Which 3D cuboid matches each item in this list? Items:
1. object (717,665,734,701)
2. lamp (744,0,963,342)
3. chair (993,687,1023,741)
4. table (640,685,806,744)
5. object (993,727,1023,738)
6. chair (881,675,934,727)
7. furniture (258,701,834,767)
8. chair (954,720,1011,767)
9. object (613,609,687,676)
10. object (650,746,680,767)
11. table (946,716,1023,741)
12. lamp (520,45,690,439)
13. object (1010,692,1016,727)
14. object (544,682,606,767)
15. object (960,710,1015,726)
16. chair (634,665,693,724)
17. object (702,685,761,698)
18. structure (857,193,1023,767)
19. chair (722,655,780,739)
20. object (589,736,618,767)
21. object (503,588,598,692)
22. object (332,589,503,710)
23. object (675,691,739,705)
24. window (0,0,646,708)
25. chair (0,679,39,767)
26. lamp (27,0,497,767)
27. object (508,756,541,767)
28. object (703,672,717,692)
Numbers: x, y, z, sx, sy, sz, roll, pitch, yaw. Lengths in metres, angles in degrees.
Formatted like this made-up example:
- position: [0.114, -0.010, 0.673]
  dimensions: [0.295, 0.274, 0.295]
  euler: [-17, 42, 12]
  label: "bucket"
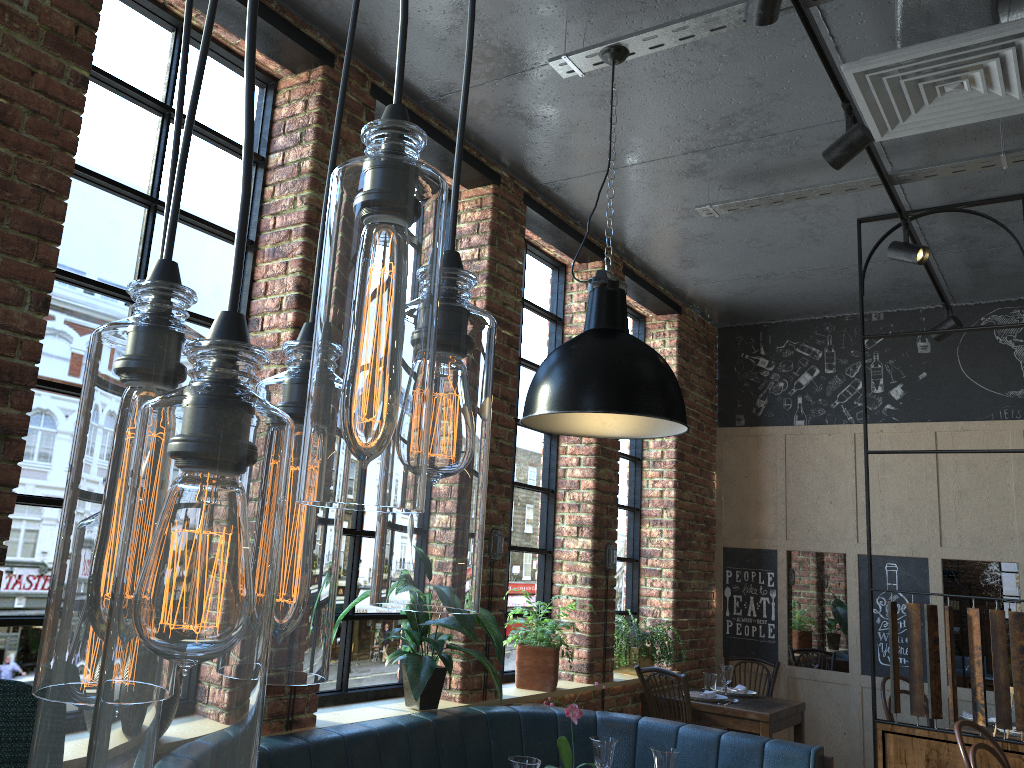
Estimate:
- position: [1.264, 1.767, 5.209]
  dimensions: [0.099, 0.192, 0.097]
  euler: [2, -12, 5]
  label: "object"
- position: [3.515, -1.217, 0.941]
  dimensions: [6.539, 0.275, 6.887]
  euler: [-3, -14, 34]
  label: "lamp"
- position: [2.626, 2.048, 4.449]
  dimensions: [0.553, 1.010, 0.434]
  euler: [-1, -13, 21]
  label: "chair"
- position: [1.252, 2.238, 5.209]
  dimensions: [0.783, 0.730, 0.715]
  euler: [-4, -14, 34]
  label: "table"
- position: [2.739, 1.840, 4.668]
  dimensions: [0.339, 0.052, 0.256]
  euler: [-5, -14, 37]
  label: "object"
- position: [2.462, 2.206, 5.102]
  dimensions: [0.423, 0.924, 0.566]
  euler: [9, -13, -24]
  label: "chair"
- position: [-0.046, 1.576, 2.684]
  dimensions: [1.425, 0.825, 2.489]
  euler: [-4, -14, 33]
  label: "furniture"
- position: [2.039, 1.822, 3.368]
  dimensions: [0.418, 0.924, 0.573]
  euler: [13, -15, -38]
  label: "chair"
- position: [0.786, 1.574, 5.357]
  dimensions: [0.520, 0.371, 0.578]
  euler: [-4, -14, 33]
  label: "object"
- position: [0.503, 1.309, 2.912]
  dimensions: [0.095, 0.192, 0.101]
  euler: [9, -14, -26]
  label: "object"
- position: [2.844, 2.266, 4.760]
  dimensions: [0.783, 0.730, 0.715]
  euler: [-4, -14, 34]
  label: "table"
- position: [0.326, -0.512, 2.943]
  dimensions: [0.505, 1.331, 0.552]
  euler: [13, -16, -37]
  label: "lamp"
- position: [2.834, 1.832, 4.948]
  dimensions: [0.099, 0.192, 0.097]
  euler: [2, -12, 5]
  label: "object"
- position: [0.157, 1.091, 2.562]
  dimensions: [0.208, 0.433, 0.142]
  euler: [12, -15, -36]
  label: "object"
- position: [2.720, 1.917, 5.052]
  dimensions: [0.281, 0.052, 0.310]
  euler: [-3, -14, 32]
  label: "object"
- position: [0.979, 2.051, 4.890]
  dimensions: [0.498, 0.919, 0.422]
  euler: [12, -15, -35]
  label: "chair"
- position: [1.361, 1.903, 5.485]
  dimensions: [0.339, 0.052, 0.256]
  euler: [-5, -14, 37]
  label: "object"
- position: [3.934, 0.177, 0.628]
  dimensions: [6.210, 3.339, 5.656]
  euler: [0, -12, 18]
  label: "structure"
- position: [1.507, 2.259, 5.718]
  dimensions: [0.421, 0.919, 0.499]
  euler: [-3, -14, 28]
  label: "chair"
- position: [0.311, 1.315, 3.012]
  dimensions: [0.095, 0.192, 0.101]
  euler: [9, -14, -26]
  label: "object"
- position: [0.133, 1.289, 4.470]
  dimensions: [0.441, 0.484, 0.436]
  euler: [12, -14, -33]
  label: "object"
- position: [-0.358, 0.920, 3.563]
  dimensions: [0.634, 0.754, 0.699]
  euler: [-4, -14, 32]
  label: "object"
- position: [1.135, 1.816, 5.142]
  dimensions: [0.339, 0.052, 0.256]
  euler: [-5, -14, 37]
  label: "object"
- position: [-0.590, -0.233, 2.049]
  dimensions: [3.440, 2.439, 8.494]
  euler: [4, -12, -2]
  label: "window"
- position: [-1.059, 1.088, 1.350]
  dimensions: [0.774, 1.102, 1.071]
  euler: [11, -14, -31]
  label: "chair"
- position: [-0.033, -0.739, 0.666]
  dimensions: [0.277, 2.128, 0.522]
  euler: [11, -14, -31]
  label: "lamp"
- position: [0.032, 1.210, 2.599]
  dimensions: [0.095, 0.192, 0.101]
  euler: [9, -14, -26]
  label: "object"
- position: [1.218, 1.844, 5.424]
  dimensions: [0.080, 0.120, 0.088]
  euler: [13, -15, -37]
  label: "object"
